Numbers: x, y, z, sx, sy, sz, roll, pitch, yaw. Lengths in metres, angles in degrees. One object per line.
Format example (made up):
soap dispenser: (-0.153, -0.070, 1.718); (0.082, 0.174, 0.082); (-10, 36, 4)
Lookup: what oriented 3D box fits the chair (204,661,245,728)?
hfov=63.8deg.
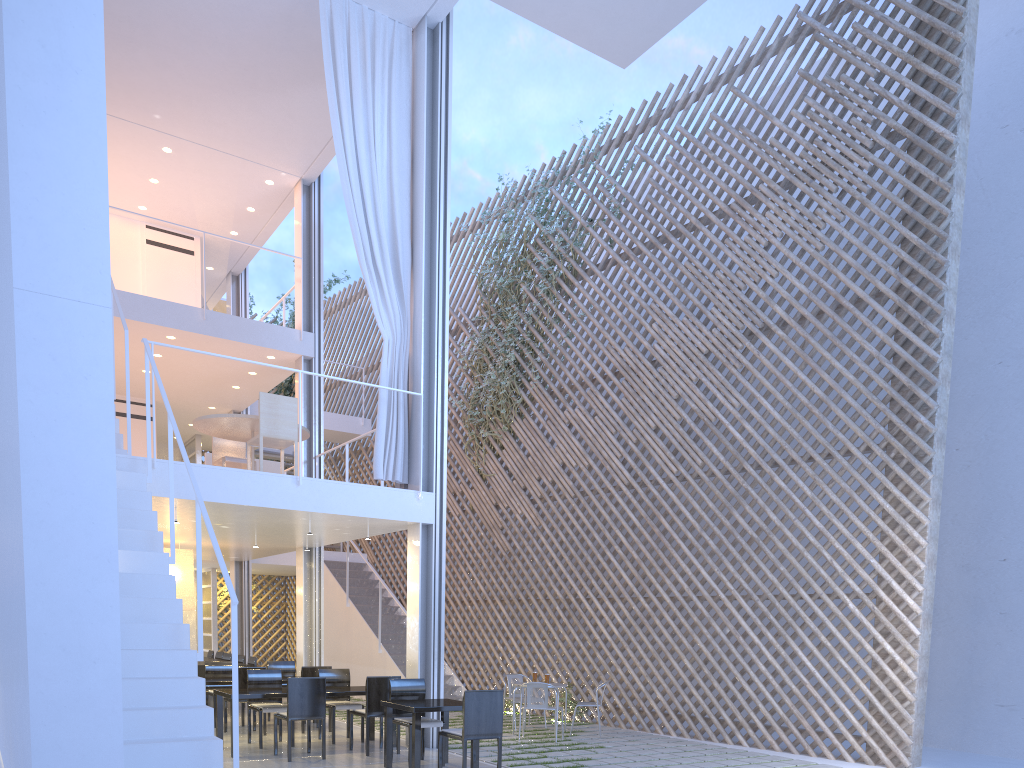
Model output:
chair: (-1.874, 2.022, 5.365); (0.192, 0.434, 0.238); (0, 1, -33)

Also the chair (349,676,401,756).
chair: (-0.731, 1.756, 4.378); (0.192, 0.434, 0.238); (0, 1, -33)

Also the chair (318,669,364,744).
chair: (-0.989, 1.866, 4.769); (0.192, 0.434, 0.238); (0, 1, -33)

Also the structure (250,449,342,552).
structure: (-2.382, 0.980, 8.949); (0.533, 1.867, 1.264); (-2, 1, -39)

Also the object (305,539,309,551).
object: (-1.350, 1.061, 5.424); (0.029, 0.078, 0.028); (0, 3, -22)

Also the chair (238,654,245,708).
chair: (-2.259, 2.353, 6.511); (0.241, 0.435, 0.189); (1, 2, -35)

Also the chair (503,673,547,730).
chair: (0.067, 2.167, 5.624); (0.264, 0.376, 0.248); (2, -2, -33)

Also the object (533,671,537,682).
object: (0.150, 1.925, 5.404); (0.031, 0.076, 0.031); (2, 2, 12)

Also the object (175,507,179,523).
object: (-1.650, 0.645, 4.040); (0.029, 0.078, 0.028); (0, 3, -22)

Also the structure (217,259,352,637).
structure: (-3.164, 1.103, 10.357); (1.111, 4.476, 3.328); (-2, 0, -36)

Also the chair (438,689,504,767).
chair: (-0.186, 1.539, 3.602); (0.192, 0.434, 0.238); (0, 1, -33)

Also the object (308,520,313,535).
object: (-1.084, 0.768, 4.411); (0.029, 0.078, 0.028); (0, 3, -22)

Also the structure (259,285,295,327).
structure: (-1.936, -0.330, 6.651); (0.028, 0.542, 1.744); (-3, -10, -34)

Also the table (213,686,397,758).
table: (-1.103, 1.819, 4.467); (0.930, 0.322, 0.357); (11, -10, -33)

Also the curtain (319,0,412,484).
curtain: (-0.743, -0.696, 4.218); (0.512, 2.402, 0.096); (-2, 7, -35)

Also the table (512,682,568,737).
table: (0.181, 2.102, 5.327); (0.349, 0.328, 0.356); (-1, -7, 19)

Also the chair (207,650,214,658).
chair: (-2.808, 2.592, 7.363); (0.241, 0.435, 0.189); (1, 2, -31)

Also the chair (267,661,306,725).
chair: (-1.531, 2.097, 5.590); (0.192, 0.434, 0.238); (0, 1, -33)

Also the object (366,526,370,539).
object: (-2.009, 1.256, 4.893); (1.700, 0.797, 1.884); (10, -15, -34)

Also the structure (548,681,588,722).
structure: (0.394, 2.342, 6.055); (0.318, 0.318, 0.300); (-3, -7, 42)

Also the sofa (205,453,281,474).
sofa: (-2.009, 0.775, 5.772); (0.506, 0.358, 1.008); (7, -15, -32)

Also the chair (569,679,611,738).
chair: (0.504, 2.083, 5.305); (0.249, 0.375, 0.264); (1, -2, 7)

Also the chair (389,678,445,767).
chair: (-0.463, 1.657, 4.022); (0.192, 0.434, 0.238); (0, 1, -33)

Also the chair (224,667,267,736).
chair: (-1.616, 1.912, 4.974); (0.192, 0.434, 0.238); (0, 1, -33)

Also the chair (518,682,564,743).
chair: (0.172, 1.982, 4.989); (0.262, 0.376, 0.250); (1, -1, 12)

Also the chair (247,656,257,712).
chair: (-2.076, 2.273, 6.226); (0.241, 0.435, 0.189); (1, 2, -31)

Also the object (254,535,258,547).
object: (-1.631, 1.000, 5.240); (0.029, 0.078, 0.028); (0, 3, -22)

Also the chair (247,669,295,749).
chair: (-1.332, 1.792, 4.544); (0.192, 0.434, 0.238); (0, 1, -33)

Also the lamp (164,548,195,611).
lamp: (-3.025, 1.594, 6.563); (0.452, 0.412, 2.364); (5, -15, -32)

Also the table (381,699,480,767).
table: (-0.382, 1.662, 3.881); (0.363, 0.326, 0.357); (6, -8, -33)

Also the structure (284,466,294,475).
structure: (-1.966, 1.034, 6.789); (0.028, 0.542, 1.744); (-3, -10, -34)

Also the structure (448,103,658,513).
structure: (0.168, -0.361, 6.412); (0.737, 2.694, 2.379); (-3, -1, -42)

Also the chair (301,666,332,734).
chair: (-1.273, 1.987, 5.199); (0.192, 0.434, 0.238); (0, 1, -33)

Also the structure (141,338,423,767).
structure: (-0.674, 0.655, 3.442); (1.375, 1.766, 1.456); (3, -4, -33)

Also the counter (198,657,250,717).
counter: (-2.912, 2.423, 6.733); (0.827, 0.362, 2.582); (9, -18, -31)

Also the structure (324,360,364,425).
structure: (-1.947, 0.025, 7.841); (1.157, 0.558, 0.027); (9, 0, -33)

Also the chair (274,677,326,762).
chair: (-1.074, 1.682, 4.153); (0.192, 0.434, 0.238); (0, 1, -33)

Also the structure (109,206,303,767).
structure: (-1.219, 0.200, 3.896); (1.734, 3.262, 3.717); (1, -5, -33)

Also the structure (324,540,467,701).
structure: (-1.413, 1.898, 7.377); (1.189, 1.935, 1.984); (2, -5, -40)

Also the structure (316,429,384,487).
structure: (-0.949, 0.602, 5.250); (0.028, 0.542, 1.742); (-3, -10, -34)

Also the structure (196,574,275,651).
structure: (-3.175, 2.474, 9.526); (1.148, 1.980, 0.288); (1, 4, -32)

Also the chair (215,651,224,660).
chair: (-2.625, 2.513, 7.079); (0.241, 0.435, 0.189); (1, 2, -36)

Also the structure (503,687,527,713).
structure: (0.021, 2.524, 6.588); (0.268, 0.256, 0.267); (4, -6, -26)

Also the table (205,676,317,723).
table: (-1.617, 2.038, 5.245); (0.930, 0.322, 0.357); (11, -10, -33)

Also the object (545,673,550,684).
object: (0.222, 1.873, 5.222); (0.031, 0.076, 0.031); (2, 2, 12)

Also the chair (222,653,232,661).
chair: (-2.454, 2.430, 6.787); (0.241, 0.434, 0.189); (1, 2, -38)
